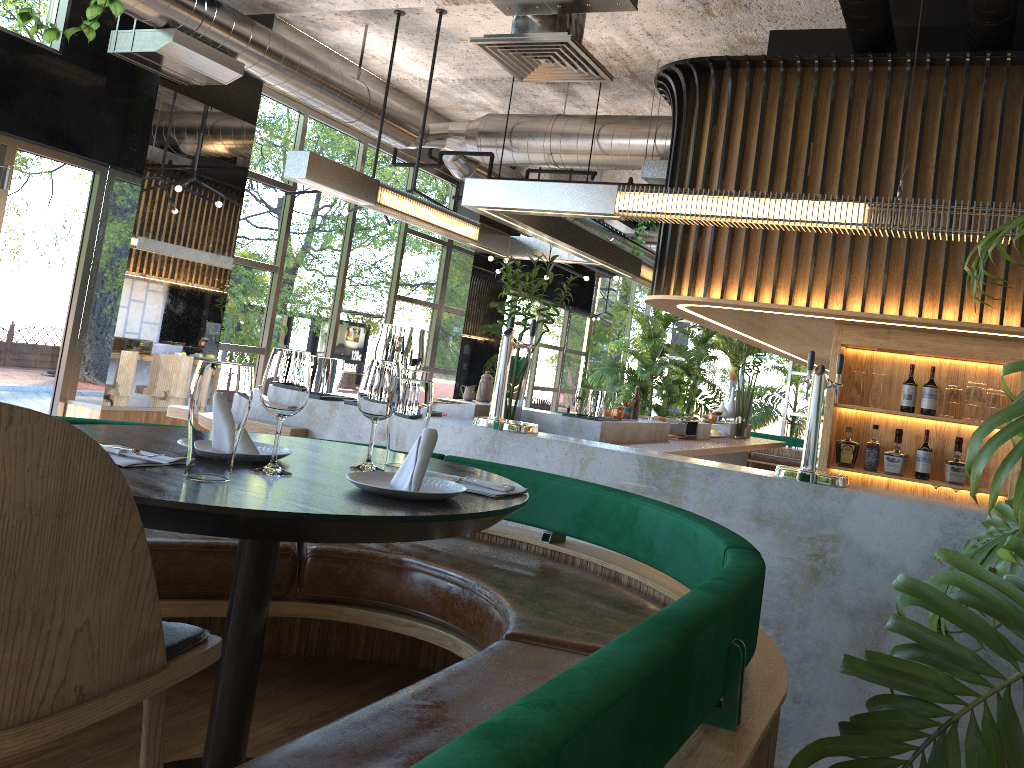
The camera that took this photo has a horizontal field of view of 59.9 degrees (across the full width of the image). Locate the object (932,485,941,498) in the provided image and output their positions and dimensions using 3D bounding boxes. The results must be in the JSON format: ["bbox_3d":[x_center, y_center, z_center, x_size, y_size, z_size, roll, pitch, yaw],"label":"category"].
[{"bbox_3d":[2.478,0.716,5.214,0.096,0.246,0.088,11,-4,-36],"label":"object"}]

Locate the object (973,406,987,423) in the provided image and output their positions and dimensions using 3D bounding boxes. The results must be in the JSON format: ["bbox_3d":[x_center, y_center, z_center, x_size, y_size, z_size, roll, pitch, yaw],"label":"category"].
[{"bbox_3d":[2.768,0.180,5.271,0.085,0.093,0.092,7,-2,36],"label":"object"}]

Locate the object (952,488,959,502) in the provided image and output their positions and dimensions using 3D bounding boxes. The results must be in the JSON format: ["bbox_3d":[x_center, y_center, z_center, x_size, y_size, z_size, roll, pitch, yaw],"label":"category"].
[{"bbox_3d":[2.575,0.730,5.171,0.096,0.246,0.088,11,-4,-36],"label":"object"}]

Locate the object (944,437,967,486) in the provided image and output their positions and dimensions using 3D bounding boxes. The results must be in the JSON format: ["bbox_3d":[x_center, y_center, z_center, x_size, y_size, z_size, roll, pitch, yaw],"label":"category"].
[{"bbox_3d":[2.640,0.455,5.267,0.121,0.281,0.125,7,-3,14],"label":"object"}]

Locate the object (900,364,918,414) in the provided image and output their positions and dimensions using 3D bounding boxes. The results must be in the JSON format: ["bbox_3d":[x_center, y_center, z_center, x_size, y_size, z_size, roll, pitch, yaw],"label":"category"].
[{"bbox_3d":[2.406,0.027,5.370,0.088,0.300,0.084,9,-4,-16],"label":"object"}]

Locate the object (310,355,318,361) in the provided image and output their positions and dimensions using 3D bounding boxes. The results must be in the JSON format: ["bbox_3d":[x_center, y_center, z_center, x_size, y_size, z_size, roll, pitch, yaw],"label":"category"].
[{"bbox_3d":[-1.073,-0.047,4.617,0.101,0.210,0.109,5,-4,40],"label":"object"}]

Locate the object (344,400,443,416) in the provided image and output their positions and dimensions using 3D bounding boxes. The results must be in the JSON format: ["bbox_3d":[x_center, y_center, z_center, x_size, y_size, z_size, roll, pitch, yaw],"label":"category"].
[{"bbox_3d":[-0.589,0.120,4.417,0.423,0.019,0.281,8,1,25],"label":"object"}]

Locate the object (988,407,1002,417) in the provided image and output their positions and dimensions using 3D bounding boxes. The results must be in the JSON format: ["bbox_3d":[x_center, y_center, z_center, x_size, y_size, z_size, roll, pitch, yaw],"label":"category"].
[{"bbox_3d":[2.793,0.187,5.121,0.092,0.093,0.085,9,-2,-40],"label":"object"}]

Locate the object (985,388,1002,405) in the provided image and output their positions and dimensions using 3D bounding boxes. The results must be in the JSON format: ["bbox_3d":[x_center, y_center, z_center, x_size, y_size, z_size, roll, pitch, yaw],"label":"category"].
[{"bbox_3d":[2.800,0.073,5.158,0.086,0.093,0.091,7,-2,29],"label":"object"}]

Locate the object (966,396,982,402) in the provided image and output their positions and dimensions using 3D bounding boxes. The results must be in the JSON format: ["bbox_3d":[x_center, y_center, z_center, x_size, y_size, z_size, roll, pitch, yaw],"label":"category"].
[{"bbox_3d":[2.696,0.056,5.177,0.086,0.093,0.091,7,-2,29],"label":"object"}]

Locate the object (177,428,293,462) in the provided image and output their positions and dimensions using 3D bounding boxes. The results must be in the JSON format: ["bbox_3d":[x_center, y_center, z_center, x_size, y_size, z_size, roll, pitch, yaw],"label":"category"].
[{"bbox_3d":[-0.586,0.090,1.912,0.242,0.139,0.223,8,0,-42],"label":"object"}]

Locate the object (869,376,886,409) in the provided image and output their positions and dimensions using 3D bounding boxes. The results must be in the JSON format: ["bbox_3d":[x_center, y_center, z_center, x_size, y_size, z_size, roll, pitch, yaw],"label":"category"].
[{"bbox_3d":[2.260,0.047,5.489,0.109,0.210,0.101,10,-4,-30],"label":"object"}]

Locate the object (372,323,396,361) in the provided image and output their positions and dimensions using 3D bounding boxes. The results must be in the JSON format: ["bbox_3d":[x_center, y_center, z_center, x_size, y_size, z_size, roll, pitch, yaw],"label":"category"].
[{"bbox_3d":[-0.633,-0.195,4.422,0.104,0.210,0.106,7,-3,10],"label":"object"}]

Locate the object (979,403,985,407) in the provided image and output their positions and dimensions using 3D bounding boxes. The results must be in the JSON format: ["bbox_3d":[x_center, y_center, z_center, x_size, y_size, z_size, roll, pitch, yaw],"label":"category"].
[{"bbox_3d":[2.757,0.085,5.254,0.087,0.093,0.090,8,-2,15],"label":"object"}]

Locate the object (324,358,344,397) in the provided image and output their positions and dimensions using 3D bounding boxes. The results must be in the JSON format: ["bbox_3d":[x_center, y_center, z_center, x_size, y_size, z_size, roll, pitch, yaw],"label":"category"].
[{"bbox_3d":[-0.938,-0.028,4.628,0.103,0.210,0.108,7,-3,20],"label":"object"}]

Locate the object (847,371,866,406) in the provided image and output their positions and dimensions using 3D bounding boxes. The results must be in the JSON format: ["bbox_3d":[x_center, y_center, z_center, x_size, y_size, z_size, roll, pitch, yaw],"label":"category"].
[{"bbox_3d":[2.115,0.028,5.440,0.109,0.210,0.101,10,-4,-30],"label":"object"}]

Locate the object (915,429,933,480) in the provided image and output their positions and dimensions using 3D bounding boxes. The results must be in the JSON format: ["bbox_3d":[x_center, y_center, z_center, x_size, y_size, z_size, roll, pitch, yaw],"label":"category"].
[{"bbox_3d":[2.470,0.420,5.313,0.088,0.300,0.084,9,-4,-16],"label":"object"}]

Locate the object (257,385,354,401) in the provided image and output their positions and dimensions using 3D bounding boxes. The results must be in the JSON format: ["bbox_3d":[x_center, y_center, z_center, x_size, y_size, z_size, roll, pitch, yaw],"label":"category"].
[{"bbox_3d":[-1.070,0.050,4.634,0.423,0.019,0.281,8,1,25],"label":"object"}]

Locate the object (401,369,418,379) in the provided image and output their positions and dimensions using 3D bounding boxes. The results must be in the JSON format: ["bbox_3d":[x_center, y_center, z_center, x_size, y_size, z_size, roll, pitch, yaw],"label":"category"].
[{"bbox_3d":[-0.513,0.034,4.321,0.104,0.210,0.106,7,-3,10],"label":"object"}]

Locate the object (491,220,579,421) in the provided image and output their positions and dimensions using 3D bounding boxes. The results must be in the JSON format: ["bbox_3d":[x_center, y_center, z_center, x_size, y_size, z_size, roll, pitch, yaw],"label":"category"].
[{"bbox_3d":[0.105,-0.445,6.258,0.649,1.557,0.603,6,-4,31],"label":"object"}]

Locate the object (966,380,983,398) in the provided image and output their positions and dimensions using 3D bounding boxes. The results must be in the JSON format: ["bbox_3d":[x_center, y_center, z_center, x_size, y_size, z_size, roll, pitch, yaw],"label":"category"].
[{"bbox_3d":[2.700,0.030,5.178,0.086,0.093,0.091,7,-2,29],"label":"object"}]

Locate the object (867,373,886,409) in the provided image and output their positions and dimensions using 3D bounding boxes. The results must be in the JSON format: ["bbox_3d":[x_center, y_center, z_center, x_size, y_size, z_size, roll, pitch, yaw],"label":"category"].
[{"bbox_3d":[2.221,0.043,5.403,0.109,0.210,0.101,10,-4,-30],"label":"object"}]

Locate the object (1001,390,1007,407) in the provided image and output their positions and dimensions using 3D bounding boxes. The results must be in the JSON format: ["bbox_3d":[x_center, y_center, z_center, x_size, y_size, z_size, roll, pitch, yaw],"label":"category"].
[{"bbox_3d":[2.879,0.082,5.246,0.086,0.093,0.091,7,-2,22],"label":"object"}]

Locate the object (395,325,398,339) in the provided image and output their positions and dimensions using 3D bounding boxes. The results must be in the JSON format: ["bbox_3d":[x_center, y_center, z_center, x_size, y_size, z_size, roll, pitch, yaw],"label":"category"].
[{"bbox_3d":[-0.595,-0.192,4.508,0.104,0.210,0.106,7,-3,10],"label":"object"}]

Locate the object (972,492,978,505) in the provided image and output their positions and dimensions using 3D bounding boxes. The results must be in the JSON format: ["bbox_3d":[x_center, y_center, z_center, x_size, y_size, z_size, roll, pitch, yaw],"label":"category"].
[{"bbox_3d":[2.662,0.742,5.132,0.096,0.246,0.088,11,-4,-36],"label":"object"}]

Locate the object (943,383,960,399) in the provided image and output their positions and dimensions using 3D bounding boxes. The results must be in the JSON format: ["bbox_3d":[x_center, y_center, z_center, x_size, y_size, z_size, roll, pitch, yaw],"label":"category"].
[{"bbox_3d":[2.646,0.048,5.339,0.092,0.093,0.085,9,-2,-29],"label":"object"}]

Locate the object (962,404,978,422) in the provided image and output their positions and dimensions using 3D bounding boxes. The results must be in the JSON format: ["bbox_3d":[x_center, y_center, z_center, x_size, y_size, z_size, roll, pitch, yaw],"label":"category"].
[{"bbox_3d":[2.690,0.170,5.223,0.087,0.093,0.090,7,-2,16],"label":"object"}]

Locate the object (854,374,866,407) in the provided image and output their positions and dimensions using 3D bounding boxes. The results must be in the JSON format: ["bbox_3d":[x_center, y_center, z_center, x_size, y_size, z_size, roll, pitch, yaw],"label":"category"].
[{"bbox_3d":[2.162,0.032,5.545,0.109,0.210,0.101,10,-4,-30],"label":"object"}]

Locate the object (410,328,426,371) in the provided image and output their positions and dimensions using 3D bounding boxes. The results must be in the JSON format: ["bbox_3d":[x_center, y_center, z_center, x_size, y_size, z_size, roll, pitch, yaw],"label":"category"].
[{"bbox_3d":[-0.488,-0.177,4.471,0.104,0.210,0.106,7,-3,10],"label":"object"}]

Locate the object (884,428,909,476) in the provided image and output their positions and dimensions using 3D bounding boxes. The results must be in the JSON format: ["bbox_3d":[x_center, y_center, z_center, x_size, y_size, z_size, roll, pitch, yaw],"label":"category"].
[{"bbox_3d":[2.322,0.409,5.354,0.118,0.281,0.128,5,-4,39],"label":"object"}]

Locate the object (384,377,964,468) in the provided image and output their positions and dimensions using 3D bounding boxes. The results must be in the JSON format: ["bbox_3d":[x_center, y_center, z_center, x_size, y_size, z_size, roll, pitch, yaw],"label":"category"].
[{"bbox_3d":[1.177,0.108,3.673,0.101,0.504,4.314,5,-1,42],"label":"object"}]

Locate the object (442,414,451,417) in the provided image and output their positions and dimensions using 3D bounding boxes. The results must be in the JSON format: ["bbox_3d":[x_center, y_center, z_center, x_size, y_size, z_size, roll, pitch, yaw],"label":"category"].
[{"bbox_3d":[-0.455,0.231,5.833,0.176,0.081,0.139,8,0,18],"label":"object"}]

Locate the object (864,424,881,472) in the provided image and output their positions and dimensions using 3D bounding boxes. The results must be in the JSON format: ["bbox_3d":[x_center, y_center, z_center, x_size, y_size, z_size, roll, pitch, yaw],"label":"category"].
[{"bbox_3d":[2.207,0.390,5.420,0.081,0.283,0.085,6,-4,25],"label":"object"}]

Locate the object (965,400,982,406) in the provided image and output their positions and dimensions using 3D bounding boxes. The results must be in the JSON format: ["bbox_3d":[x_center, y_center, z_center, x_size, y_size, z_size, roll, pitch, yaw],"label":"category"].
[{"bbox_3d":[0.760,0.070,2.712,0.101,0.504,6.311,5,-1,38],"label":"object"}]

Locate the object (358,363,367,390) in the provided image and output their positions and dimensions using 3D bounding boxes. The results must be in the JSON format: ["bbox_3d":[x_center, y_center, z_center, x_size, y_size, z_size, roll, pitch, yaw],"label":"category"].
[{"bbox_3d":[-0.708,0.005,4.427,0.103,0.210,0.108,7,-3,20],"label":"object"}]

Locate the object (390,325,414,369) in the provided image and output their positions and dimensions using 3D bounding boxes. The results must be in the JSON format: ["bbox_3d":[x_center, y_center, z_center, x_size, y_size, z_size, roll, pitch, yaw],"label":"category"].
[{"bbox_3d":[-0.535,-0.181,4.366,0.104,0.210,0.106,7,-3,10],"label":"object"}]

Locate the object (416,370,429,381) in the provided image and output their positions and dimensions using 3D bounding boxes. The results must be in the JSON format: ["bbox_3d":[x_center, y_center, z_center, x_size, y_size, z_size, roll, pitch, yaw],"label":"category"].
[{"bbox_3d":[-0.468,0.038,4.433,0.104,0.210,0.106,7,-3,10],"label":"object"}]

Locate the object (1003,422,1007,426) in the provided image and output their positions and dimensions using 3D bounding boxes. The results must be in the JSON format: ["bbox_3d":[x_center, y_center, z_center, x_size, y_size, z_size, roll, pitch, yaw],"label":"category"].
[{"bbox_3d":[2.883,0.197,5.233,0.092,0.093,0.085,9,-2,-40],"label":"object"}]

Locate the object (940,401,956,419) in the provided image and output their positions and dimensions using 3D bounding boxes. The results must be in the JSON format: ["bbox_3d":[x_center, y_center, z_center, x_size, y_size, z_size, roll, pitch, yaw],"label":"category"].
[{"bbox_3d":[2.572,0.154,5.246,0.087,0.093,0.090,7,-2,16],"label":"object"}]

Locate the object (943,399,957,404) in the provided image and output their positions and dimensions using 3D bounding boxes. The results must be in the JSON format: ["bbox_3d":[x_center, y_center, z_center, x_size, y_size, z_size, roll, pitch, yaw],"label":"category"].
[{"bbox_3d":[2.643,0.068,5.338,0.086,0.093,0.091,7,-2,29],"label":"object"}]

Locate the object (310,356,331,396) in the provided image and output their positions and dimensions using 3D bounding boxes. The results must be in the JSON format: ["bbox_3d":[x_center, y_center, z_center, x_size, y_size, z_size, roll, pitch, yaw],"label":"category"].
[{"bbox_3d":[-0.985,-0.033,4.519,0.103,0.210,0.108,7,-3,20],"label":"object"}]

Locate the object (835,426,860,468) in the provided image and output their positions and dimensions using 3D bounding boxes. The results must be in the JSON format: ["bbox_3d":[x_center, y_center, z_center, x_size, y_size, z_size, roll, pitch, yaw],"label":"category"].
[{"bbox_3d":[2.068,0.388,5.478,0.149,0.249,0.095,7,-3,13],"label":"object"}]

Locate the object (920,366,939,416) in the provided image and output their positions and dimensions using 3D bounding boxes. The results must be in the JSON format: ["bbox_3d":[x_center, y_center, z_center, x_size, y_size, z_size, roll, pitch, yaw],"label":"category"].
[{"bbox_3d":[2.500,0.041,5.302,0.088,0.300,0.084,9,-4,-16],"label":"object"}]

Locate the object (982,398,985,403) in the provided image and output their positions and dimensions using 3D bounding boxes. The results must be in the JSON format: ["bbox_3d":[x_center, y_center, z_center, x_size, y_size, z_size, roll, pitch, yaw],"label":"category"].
[{"bbox_3d":[2.760,0.063,5.256,0.087,0.093,0.090,8,-2,15],"label":"object"}]

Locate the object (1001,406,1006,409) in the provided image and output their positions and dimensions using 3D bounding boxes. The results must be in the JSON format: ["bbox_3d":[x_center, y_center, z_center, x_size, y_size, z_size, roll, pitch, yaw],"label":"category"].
[{"bbox_3d":[2.876,0.102,5.244,0.088,0.093,0.089,8,-2,9],"label":"object"}]

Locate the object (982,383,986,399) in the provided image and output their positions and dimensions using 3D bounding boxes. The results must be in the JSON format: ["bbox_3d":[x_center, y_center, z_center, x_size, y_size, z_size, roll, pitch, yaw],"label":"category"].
[{"bbox_3d":[2.764,0.037,5.258,0.086,0.093,0.091,7,-2,21],"label":"object"}]

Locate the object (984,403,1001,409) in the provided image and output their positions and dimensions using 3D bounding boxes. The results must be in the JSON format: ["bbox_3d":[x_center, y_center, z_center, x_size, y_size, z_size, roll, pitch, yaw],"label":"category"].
[{"bbox_3d":[0.530,0.052,2.048,0.101,0.503,7.745,5,-1,36],"label":"object"}]
